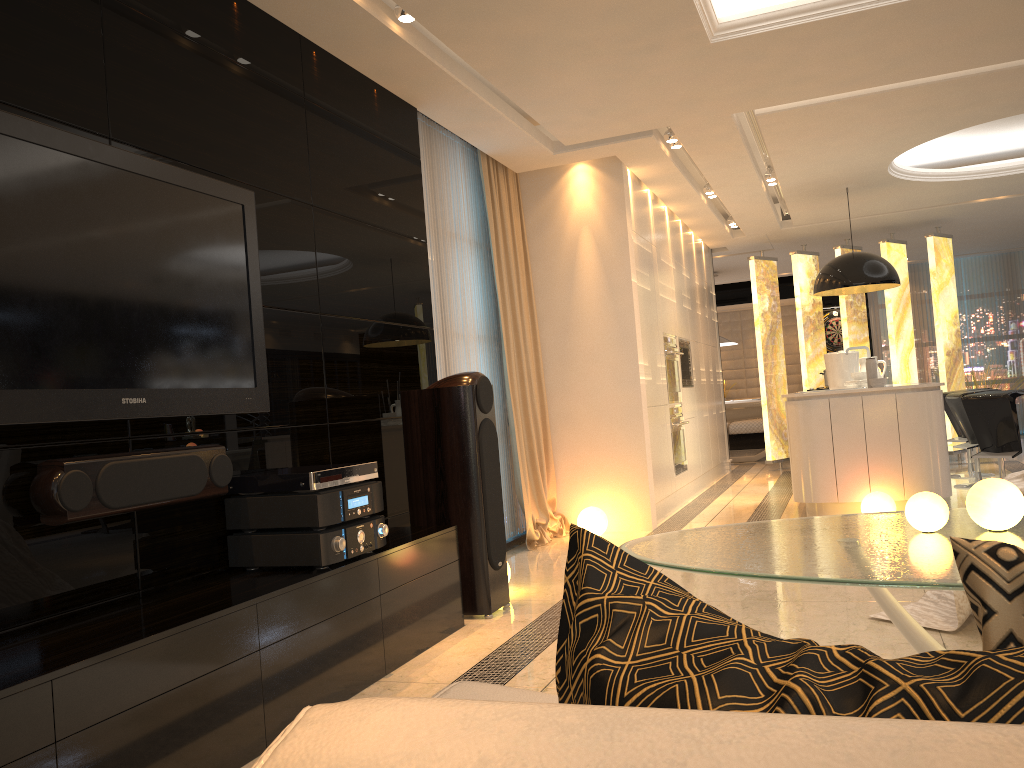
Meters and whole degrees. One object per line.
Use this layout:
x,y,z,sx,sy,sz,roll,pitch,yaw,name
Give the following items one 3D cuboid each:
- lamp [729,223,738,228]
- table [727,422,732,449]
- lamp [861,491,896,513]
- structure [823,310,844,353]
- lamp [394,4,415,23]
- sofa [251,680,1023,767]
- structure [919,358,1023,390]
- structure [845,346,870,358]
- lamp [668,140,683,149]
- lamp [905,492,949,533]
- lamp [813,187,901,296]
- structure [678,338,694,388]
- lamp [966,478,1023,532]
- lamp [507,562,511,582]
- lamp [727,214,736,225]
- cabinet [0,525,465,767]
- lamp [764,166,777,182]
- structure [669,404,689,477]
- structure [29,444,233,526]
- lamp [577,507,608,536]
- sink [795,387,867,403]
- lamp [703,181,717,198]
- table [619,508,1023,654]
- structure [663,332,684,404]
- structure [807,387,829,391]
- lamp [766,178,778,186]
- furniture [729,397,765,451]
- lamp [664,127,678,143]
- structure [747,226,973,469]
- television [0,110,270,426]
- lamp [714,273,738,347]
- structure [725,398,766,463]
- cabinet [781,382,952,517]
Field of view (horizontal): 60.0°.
2.343,-1.713,9.362,0.107,0.127,0.107,-5,-2,17,lamp
3.395,0.871,14.881,0.608,0.457,1.143,-5,-2,21,table
2.383,0.807,5.767,0.212,0.214,0.213,-4,-2,-19,lamp
5.021,-0.802,13.656,0.669,0.669,0.048,-5,-2,21,structure
-0.463,-1.650,3.875,0.107,0.127,0.107,-6,-2,39,lamp
0.798,0.508,0.499,2.328,0.754,1.145,-5,-2,21,sofa
6.476,0.205,12.261,1.275,1.142,1.282,-4,-2,-23,structure
2.568,-0.123,6.554,0.177,0.310,0.089,-5,-2,21,structure
1.144,-1.709,6.198,0.107,0.127,0.107,-5,-2,9,lamp
0.937,0.289,2.004,0.090,0.091,0.090,-4,-2,-19,lamp
2.948,-1.260,7.696,0.710,0.898,0.710,-6,-2,31,lamp
1.435,-0.172,8.422,0.446,0.450,0.659,-5,-2,21,structure
1.065,0.265,1.955,0.115,0.115,0.115,-3,-2,-44,lamp
-0.113,0.968,4.527,0.212,0.214,0.213,-4,-2,-19,lamp
2.285,-1.712,9.209,0.107,0.127,0.107,-5,-2,2,lamp
-0.922,0.862,2.651,0.416,0.444,2.842,-5,-2,21,cabinet
2.155,-1.755,7.394,0.107,0.127,0.107,-5,-2,2,lamp
1.212,0.495,7.709,0.595,0.597,0.609,-5,-2,21,structure
-1.125,0.294,2.710,0.107,0.179,0.745,-5,-2,21,structure
0.562,0.963,6.186,0.212,0.214,0.213,-4,-2,-19,lamp
2.400,0.121,6.647,0.485,0.152,0.738,-5,-2,21,sink
1.741,-1.711,7.774,0.107,0.127,0.270,-5,-2,21,lamp
1.284,0.584,1.777,2.140,0.565,0.999,-5,-2,20,table
1.164,-0.112,7.727,0.595,0.597,0.609,-5,-2,21,structure
3.205,0.035,8.797,0.502,0.026,0.811,-5,-2,21,structure
2.213,-1.755,7.547,0.107,0.127,0.107,-5,-2,2,lamp
4.272,0.613,14.554,1.312,0.810,1.107,-5,-2,21,furniture
1.086,-1.709,6.045,0.107,0.127,0.107,-5,-2,9,lamp
3.887,-0.364,9.980,2.180,2.555,0.448,-5,-2,21,structure
-1.209,-0.310,2.728,0.055,0.839,1.358,-5,-2,21,television
2.362,-0.995,12.629,1.578,0.995,0.939,-5,-2,21,lamp
2.492,0.692,12.563,2.912,0.812,1.659,-5,-2,21,structure
3.019,0.473,7.638,1.046,0.887,3.752,-5,-2,21,cabinet
